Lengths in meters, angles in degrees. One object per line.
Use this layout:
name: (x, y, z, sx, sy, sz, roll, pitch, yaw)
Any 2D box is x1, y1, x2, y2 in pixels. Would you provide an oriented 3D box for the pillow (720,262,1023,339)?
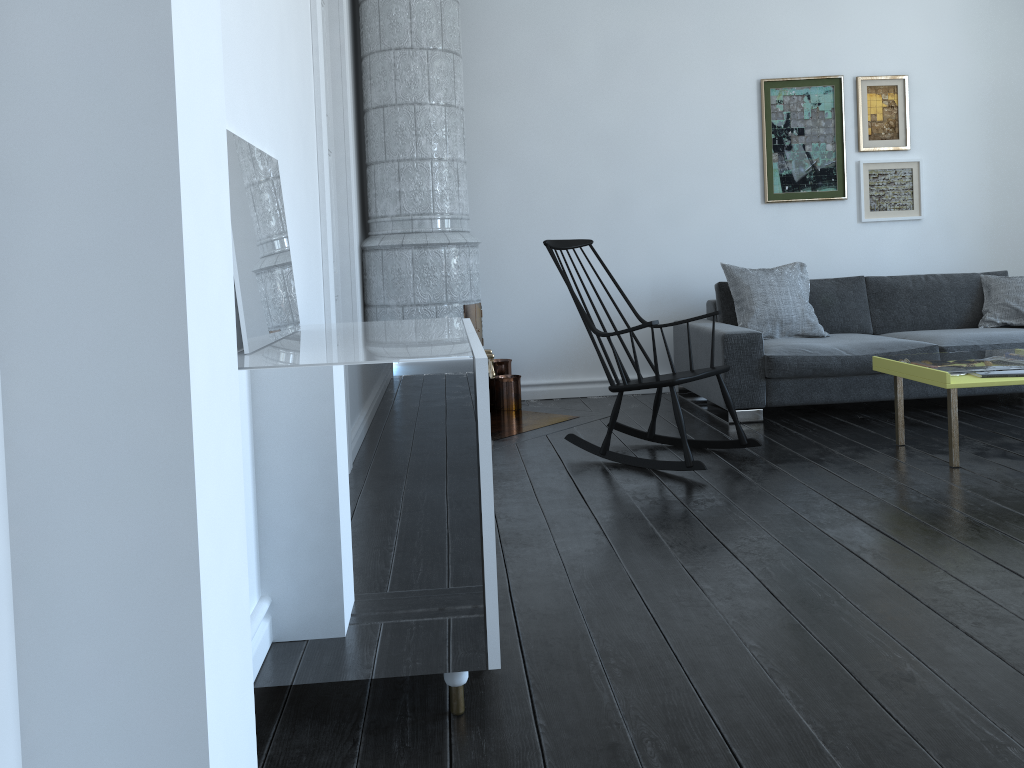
pillow: (2.298, -0.531, 5.319, 2.054, 0.491, 0.482, -2, 5, 0)

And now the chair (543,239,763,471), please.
chair: (0.590, -0.178, 4.028, 0.906, 1.001, 0.616, 1, 5, 41)

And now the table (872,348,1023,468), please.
table: (2.394, 0.076, 3.830, 1.401, 0.398, 0.605, -3, 6, -4)

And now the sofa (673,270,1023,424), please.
sofa: (2.251, -0.277, 5.213, 2.373, 0.720, 1.093, -3, 6, -4)

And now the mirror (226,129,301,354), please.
mirror: (-0.637, -0.363, 2.259, 0.054, 0.499, 0.701, -2, 6, -4)

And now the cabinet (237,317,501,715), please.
cabinet: (-0.329, 0.240, 2.295, 0.590, 0.731, 1.211, -3, 6, -4)

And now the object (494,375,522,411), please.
object: (-0.024, 0.054, 5.400, 0.174, 0.198, 0.172, -3, 4, -14)

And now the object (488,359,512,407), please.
object: (-0.081, -0.009, 5.575, 0.173, 0.280, 0.177, -3, 3, -4)

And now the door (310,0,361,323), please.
door: (-0.843, -0.862, 4.079, 0.116, 2.465, 1.175, -2, 3, -4)

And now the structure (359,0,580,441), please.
structure: (-0.384, -1.242, 5.143, 1.269, 2.879, 0.782, 0, 3, 41)
